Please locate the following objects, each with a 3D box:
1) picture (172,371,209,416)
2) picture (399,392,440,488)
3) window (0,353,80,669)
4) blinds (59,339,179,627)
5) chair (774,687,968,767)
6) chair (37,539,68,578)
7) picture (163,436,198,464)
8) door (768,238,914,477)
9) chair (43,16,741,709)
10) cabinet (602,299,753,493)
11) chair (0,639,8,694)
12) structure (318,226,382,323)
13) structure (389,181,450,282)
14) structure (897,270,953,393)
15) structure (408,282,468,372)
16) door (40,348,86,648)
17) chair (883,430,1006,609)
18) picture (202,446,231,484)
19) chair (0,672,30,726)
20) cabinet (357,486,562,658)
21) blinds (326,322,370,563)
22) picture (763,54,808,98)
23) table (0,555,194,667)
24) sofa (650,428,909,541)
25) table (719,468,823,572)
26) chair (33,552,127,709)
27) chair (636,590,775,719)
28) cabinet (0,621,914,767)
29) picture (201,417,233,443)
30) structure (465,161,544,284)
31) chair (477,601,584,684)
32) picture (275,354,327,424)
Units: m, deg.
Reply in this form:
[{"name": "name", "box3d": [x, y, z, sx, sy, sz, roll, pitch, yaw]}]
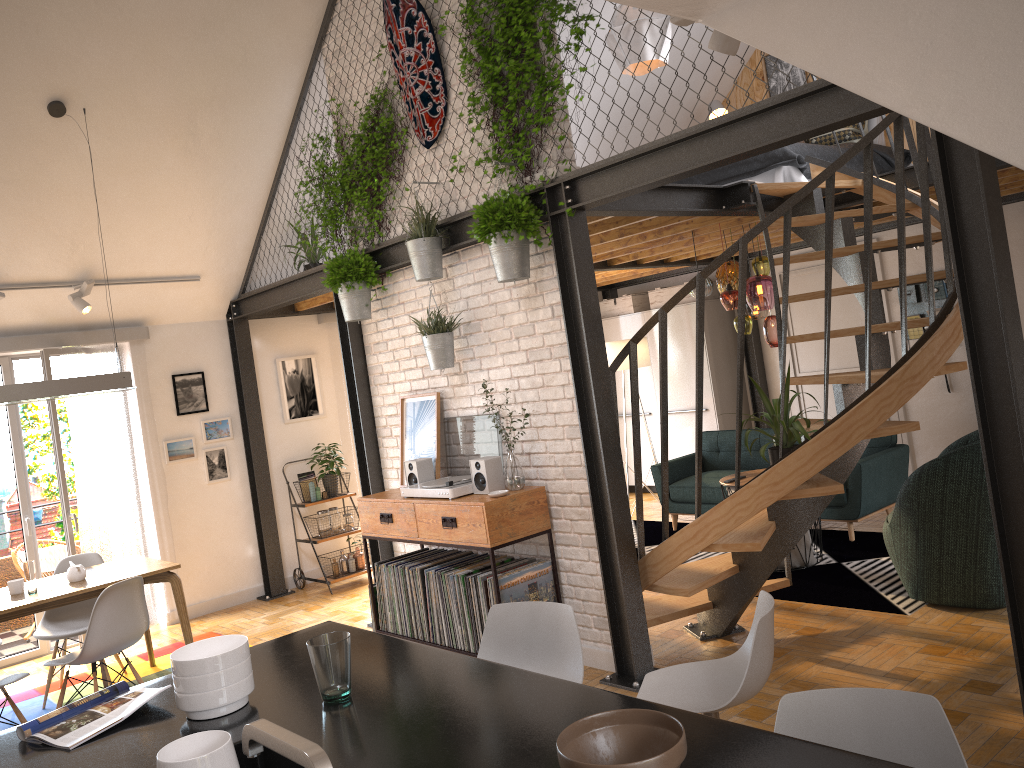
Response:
[{"name": "picture", "box3d": [-2.640, 0.077, 7.276, 0.262, 0.336, 0.021, -8, -1, -41]}, {"name": "picture", "box3d": [-0.578, 0.355, 5.530, 0.127, 0.576, 0.409, -7, -1, -41]}, {"name": "window", "box3d": [-0.034, -0.683, 4.293, 7.807, 4.469, 8.603, -9, 1, -41]}, {"name": "blinds", "box3d": [-2.994, 0.747, 6.775, 0.187, 2.290, 0.751, -9, -1, 44]}, {"name": "chair", "box3d": [0.699, 1.076, 1.638, 0.403, 0.867, 0.430, -9, -1, 23]}, {"name": "chair", "box3d": [-3.684, 1.627, 7.341, 0.885, 0.809, 0.670, -8, 0, 14]}, {"name": "picture", "box3d": [-2.683, 0.535, 7.171, 0.252, 0.183, 0.023, -9, -1, -41]}, {"name": "door", "box3d": [3.113, -0.150, 8.553, 0.088, 2.302, 1.196, -7, -1, -41]}, {"name": "chair", "box3d": [-1.621, 0.446, 3.111, 3.500, 2.688, 4.006, -9, 1, -40]}, {"name": "cabinet", "box3d": [1.846, 0.160, 9.811, 0.811, 2.004, 1.501, -8, -1, -41]}, {"name": "chair", "box3d": [-3.326, 1.604, 5.226, 0.541, 0.802, 0.465, -8, -1, 18]}, {"name": "structure", "box3d": [-1.053, -0.712, 5.782, 0.423, 0.653, 0.437, -8, 0, -11]}, {"name": "structure", "box3d": [-0.534, -0.883, 5.180, 0.383, 0.607, 0.349, -8, -1, 12]}, {"name": "structure", "box3d": [3.689, -0.442, 7.837, 0.099, 1.077, 0.441, -7, -1, -41]}, {"name": "structure", "box3d": [-0.437, -0.332, 5.167, 0.385, 0.535, 0.358, -8, -1, -31]}, {"name": "door", "box3d": [-3.140, 0.827, 6.777, 0.111, 2.232, 0.803, -9, -1, 11]}, {"name": "chair", "box3d": [2.517, 0.696, 4.917, 0.898, 0.965, 0.899, -8, 0, 35]}, {"name": "picture", "box3d": [-2.452, 0.670, 7.350, 0.202, 0.285, 0.022, -8, -1, -41]}, {"name": "chair", "box3d": [-2.666, 1.526, 4.328, 0.464, 0.802, 0.542, -8, 0, 7]}, {"name": "cabinet", "box3d": [-0.330, 1.106, 5.103, 0.457, 0.964, 1.261, -8, 0, -41]}, {"name": "blinds", "box3d": [-1.290, 0.464, 8.293, 0.669, 2.284, 0.123, -7, -1, -40]}, {"name": "picture", "box3d": [2.670, -2.986, 8.618, 0.017, 0.555, 0.420, -7, -1, -41]}, {"name": "table", "box3d": [-2.687, 1.556, 5.065, 1.470, 0.755, 0.848, -9, 1, -41]}, {"name": "sofa", "box3d": [2.165, 0.783, 7.302, 0.827, 0.783, 1.967, -8, 1, -41]}, {"name": "table", "box3d": [1.835, 0.905, 6.210, 0.681, 0.686, 0.681, -8, 0, -1]}, {"name": "chair", "box3d": [-2.711, 1.507, 5.544, 0.465, 0.802, 0.541, -8, 0, -14]}, {"name": "chair", "box3d": [0.598, 1.073, 2.547, 0.429, 0.872, 0.404, -9, -1, 17]}, {"name": "cabinet", "box3d": [-0.121, 1.062, 1.560, 1.003, 1.136, 2.429, -8, 1, -41]}, {"name": "picture", "box3d": [-2.456, 0.381, 7.383, 0.252, 0.183, 0.023, -9, -1, -41]}, {"name": "structure", "box3d": [-0.040, -0.835, 4.595, 0.423, 0.653, 0.437, -8, 0, -11]}, {"name": "chair", "box3d": [0.036, 1.151, 2.673, 0.402, 0.867, 0.431, -9, -1, 30]}, {"name": "picture", "box3d": [-1.884, 0.037, 7.917, 0.416, 0.575, 0.022, -8, -1, -41]}]
